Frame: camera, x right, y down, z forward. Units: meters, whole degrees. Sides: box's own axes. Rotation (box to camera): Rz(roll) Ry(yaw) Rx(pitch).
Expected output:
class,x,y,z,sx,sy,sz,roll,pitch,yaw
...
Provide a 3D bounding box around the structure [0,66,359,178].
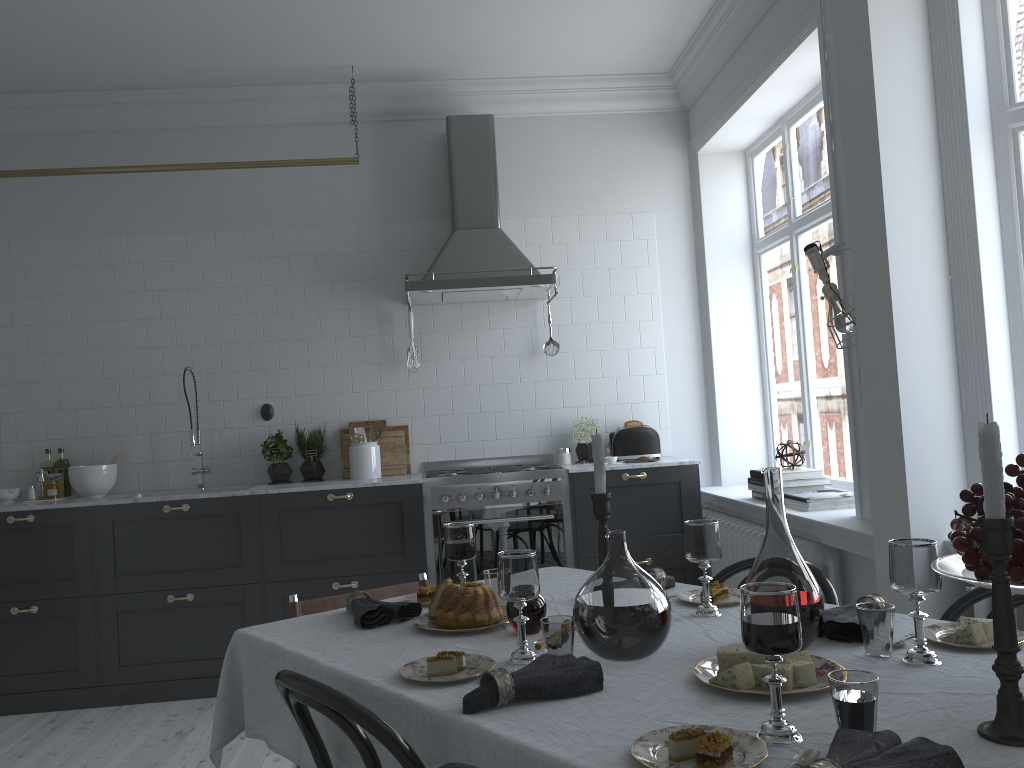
class,x,y,z,sx,sy,sz,roll,pitch,yaw
structure,-1.854,-1.447,4.877,1.988,0.556,0.053,-3,-2,-5

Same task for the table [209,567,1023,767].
class,x,y,z,sx,sy,sz,roll,pitch,yaw
table,0.359,0.941,1.703,1.210,0.842,2.179,-2,-3,-38

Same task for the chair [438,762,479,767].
class,x,y,z,sx,sy,sz,roll,pitch,yaw
chair,0.198,0.902,1.200,0.463,0.909,0.564,-6,-3,43

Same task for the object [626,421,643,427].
class,x,y,z,sx,sy,sz,roll,pitch,yaw
object,0.722,0.273,5.218,0.107,0.110,0.010,-4,-2,0

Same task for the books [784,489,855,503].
class,x,y,z,sx,sy,sz,roll,pitch,yaw
books,1.406,0.509,4.033,0.274,0.016,0.341,-3,-2,-4

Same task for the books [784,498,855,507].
class,x,y,z,sx,sy,sz,roll,pitch,yaw
books,1.398,0.527,4.034,0.254,0.019,0.337,-3,-2,-7

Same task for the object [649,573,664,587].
class,x,y,z,sx,sy,sz,roll,pitch,yaw
object,0.322,0.492,2.058,0.066,0.094,0.066,-3,-2,-16

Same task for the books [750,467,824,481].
class,x,y,z,sx,sy,sz,roll,pitch,yaw
books,1.363,0.448,4.414,0.259,0.038,0.325,-4,-2,-3

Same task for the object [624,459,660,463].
class,x,y,z,sx,sy,sz,roll,pitch,yaw
object,0.732,0.432,4.983,0.209,0.011,0.209,-5,-3,33

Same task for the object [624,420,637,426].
class,x,y,z,sx,sy,sz,roll,pitch,yaw
object,0.722,0.272,5.295,0.107,0.110,0.010,-4,-2,0

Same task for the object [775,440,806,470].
class,x,y,z,sx,sy,sz,roll,pitch,yaw
object,1.391,0.354,4.433,0.147,0.148,0.147,-3,-2,-14

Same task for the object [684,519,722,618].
class,x,y,z,sx,sy,sz,roll,pitch,yaw
object,0.444,0.425,2.045,0.083,0.215,0.083,-4,-2,0

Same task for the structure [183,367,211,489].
class,x,y,z,sx,sy,sz,roll,pitch,yaw
structure,-1.776,0.249,4.949,0.100,0.692,0.266,-3,-2,-5

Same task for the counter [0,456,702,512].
class,x,y,z,sx,sy,sz,roll,pitch,yaw
counter,-0.941,0.551,4.928,3.902,0.020,0.624,-3,-2,-5

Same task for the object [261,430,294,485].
class,x,y,z,sx,sy,sz,roll,pitch,yaw
object,-1.349,0.418,5.092,0.172,0.311,0.179,-4,-2,6

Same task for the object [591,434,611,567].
class,x,y,z,sx,sy,sz,roll,pitch,yaw
object,0.204,0.327,1.988,0.089,0.432,0.089,-4,-2,18

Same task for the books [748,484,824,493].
class,x,y,z,sx,sy,sz,roll,pitch,yaw
books,1.360,0.513,4.410,0.259,0.031,0.328,-3,-2,-7

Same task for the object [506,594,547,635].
class,x,y,z,sx,sy,sz,roll,pitch,yaw
object,0.032,0.504,1.980,0.091,0.101,0.091,-6,-3,40

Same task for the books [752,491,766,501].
class,x,y,z,sx,sy,sz,roll,pitch,yaw
books,1.372,0.550,4.398,0.259,0.044,0.351,-4,-2,-3

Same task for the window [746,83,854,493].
class,x,y,z,sx,sy,sz,roll,pitch,yaw
window,1.594,-0.457,4.543,0.061,2.080,1.716,-3,-2,-5

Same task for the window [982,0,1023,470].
class,x,y,z,sx,sy,sz,roll,pitch,yaw
window,2.443,-0.597,2.376,0.061,2.080,2.079,-2,-3,-42

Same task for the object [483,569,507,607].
class,x,y,z,sx,sy,sz,roll,pitch,yaw
object,-0.038,0.523,2.261,0.066,0.094,0.066,-3,-2,-16

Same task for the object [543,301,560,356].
class,x,y,z,sx,sy,sz,roll,pitch,yaw
object,0.228,-0.330,5.284,0.101,0.331,0.030,-4,-2,5

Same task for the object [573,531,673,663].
class,x,y,z,sx,sy,sz,roll,pitch,yaw
object,0.213,0.412,1.737,0.194,0.245,0.194,-3,-2,-22

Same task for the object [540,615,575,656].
class,x,y,z,sx,sy,sz,roll,pitch,yaw
object,0.090,0.492,1.680,0.066,0.094,0.066,-3,-2,-16

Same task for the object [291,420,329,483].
class,x,y,z,sx,sy,sz,roll,pitch,yaw
object,-1.155,0.377,5.095,0.186,0.367,0.196,-6,-3,40

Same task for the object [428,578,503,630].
class,x,y,z,sx,sy,sz,roll,pitch,yaw
object,-0.118,0.520,2.095,0.191,0.105,0.164,-4,-2,14

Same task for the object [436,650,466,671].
class,x,y,z,sx,sy,sz,roll,pitch,yaw
object,-0.118,0.535,1.716,0.057,0.037,0.021,-4,-2,13

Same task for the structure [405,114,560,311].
class,x,y,z,sx,sy,sz,roll,pitch,yaw
structure,-0.208,-1.000,5.084,0.843,1.079,0.567,-3,-2,-5

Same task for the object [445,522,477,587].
class,x,y,z,sx,sy,sz,roll,pitch,yaw
object,-0.130,0.472,2.301,0.083,0.215,0.083,-4,-2,0

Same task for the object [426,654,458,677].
class,x,y,z,sx,sy,sz,roll,pitch,yaw
object,-0.133,0.534,1.686,0.057,0.037,0.021,-3,-2,-15

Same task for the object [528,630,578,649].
class,x,y,z,sx,sy,sz,roll,pitch,yaw
object,0.102,0.542,1.894,0.075,0.009,0.150,-5,-3,30

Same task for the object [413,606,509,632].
class,x,y,z,sx,sy,sz,roll,pitch,yaw
object,-0.107,0.561,2.101,0.251,0.018,0.251,-3,-2,-5

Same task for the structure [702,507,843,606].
class,x,y,z,sx,sy,sz,roll,pitch,yaw
structure,1.210,1.065,4.417,0.245,0.753,1.673,-3,-2,-5

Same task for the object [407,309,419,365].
class,x,y,z,sx,sy,sz,roll,pitch,yaw
object,-0.592,-0.280,5.223,0.066,0.332,0.024,-4,-2,0

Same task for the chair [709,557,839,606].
class,x,y,z,sx,sy,sz,roll,pitch,yaw
chair,0.547,0.919,2.179,0.564,0.909,0.463,-2,-3,-41

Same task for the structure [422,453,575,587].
class,x,y,z,sx,sy,sz,roll,pitch,yaw
structure,-0.080,0.974,4.967,0.779,1.096,0.651,-3,-2,-5

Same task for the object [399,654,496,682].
class,x,y,z,sx,sy,sz,roll,pitch,yaw
object,-0.123,0.547,1.696,0.182,0.013,0.182,-4,-2,10

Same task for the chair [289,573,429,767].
class,x,y,z,sx,sy,sz,roll,pitch,yaw
chair,-0.295,1.022,2.530,0.546,0.837,0.593,-2,-3,-33

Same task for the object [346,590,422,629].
class,x,y,z,sx,sy,sz,roll,pitch,yaw
object,-0.372,0.561,2.211,0.247,0.061,0.165,-5,-3,35

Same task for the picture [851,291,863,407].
class,x,y,z,sx,sy,sz,roll,pitch,yaw
picture,1.371,-0.146,3.345,0.003,0.457,0.311,-3,-2,-5

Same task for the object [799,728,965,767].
class,x,y,z,sx,sy,sz,roll,pitch,yaw
object,0.431,0.464,1.044,0.165,0.061,0.247,-5,-3,35

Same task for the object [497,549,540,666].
class,x,y,z,sx,sy,sz,roll,pitch,yaw
object,0.016,0.440,1.750,0.083,0.215,0.083,-4,-2,0

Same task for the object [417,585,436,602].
class,x,y,z,sx,sy,sz,roll,pitch,yaw
object,-0.230,0.568,2.410,0.038,0.041,0.057,-5,-3,29

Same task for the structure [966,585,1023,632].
class,x,y,z,sx,sy,sz,roll,pitch,yaw
structure,2.064,0.925,2.242,0.245,0.753,1.710,-2,-3,-42

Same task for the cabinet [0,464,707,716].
class,x,y,z,sx,sy,sz,roll,pitch,yaw
cabinet,-0.907,1.065,4.897,3.897,1.012,0.646,-3,-2,-5

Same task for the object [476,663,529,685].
class,x,y,z,sx,sy,sz,roll,pitch,yaw
object,-0.009,0.538,1.648,0.131,0.012,0.031,-2,-3,-37

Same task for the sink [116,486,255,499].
class,x,y,z,sx,sy,sz,roll,pitch,yaw
sink,-1.752,0.689,4.811,0.669,0.203,0.384,-3,-2,-5

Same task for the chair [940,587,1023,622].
class,x,y,z,sx,sy,sz,roll,pitch,yaw
chair,0.922,0.877,1.740,0.564,0.909,0.463,-2,-3,-26

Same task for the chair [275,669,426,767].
class,x,y,z,sx,sy,sz,roll,pitch,yaw
chair,-0.132,0.941,1.664,0.564,0.909,0.463,-2,-3,-41

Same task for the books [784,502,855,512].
class,x,y,z,sx,sy,sz,roll,pitch,yaw
books,1.398,0.546,4.028,0.254,0.019,0.343,-3,-2,-5

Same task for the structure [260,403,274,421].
class,x,y,z,sx,sy,sz,roll,pitch,yaw
structure,-1.438,0.165,5.202,0.079,0.103,0.032,-3,-2,-5

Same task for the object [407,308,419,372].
class,x,y,z,sx,sy,sz,roll,pitch,yaw
object,-0.586,-0.257,5.189,0.074,0.381,0.076,-3,-2,-24

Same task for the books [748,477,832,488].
class,x,y,z,sx,sy,sz,roll,pitch,yaw
books,1.370,0.481,4.401,0.287,0.031,0.351,-3,-2,-5

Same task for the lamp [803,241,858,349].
class,x,y,z,sx,sy,sz,roll,pitch,yaw
lamp,1.200,-0.033,3.113,0.131,0.977,0.312,-2,-3,-30

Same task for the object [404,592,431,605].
class,x,y,z,sx,sy,sz,roll,pitch,yaw
object,-0.201,0.580,2.403,0.182,0.013,0.182,-3,-2,-5

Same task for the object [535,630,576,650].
class,x,y,z,sx,sy,sz,roll,pitch,yaw
object,0.092,0.528,1.876,0.031,0.031,0.167,-5,-3,30
